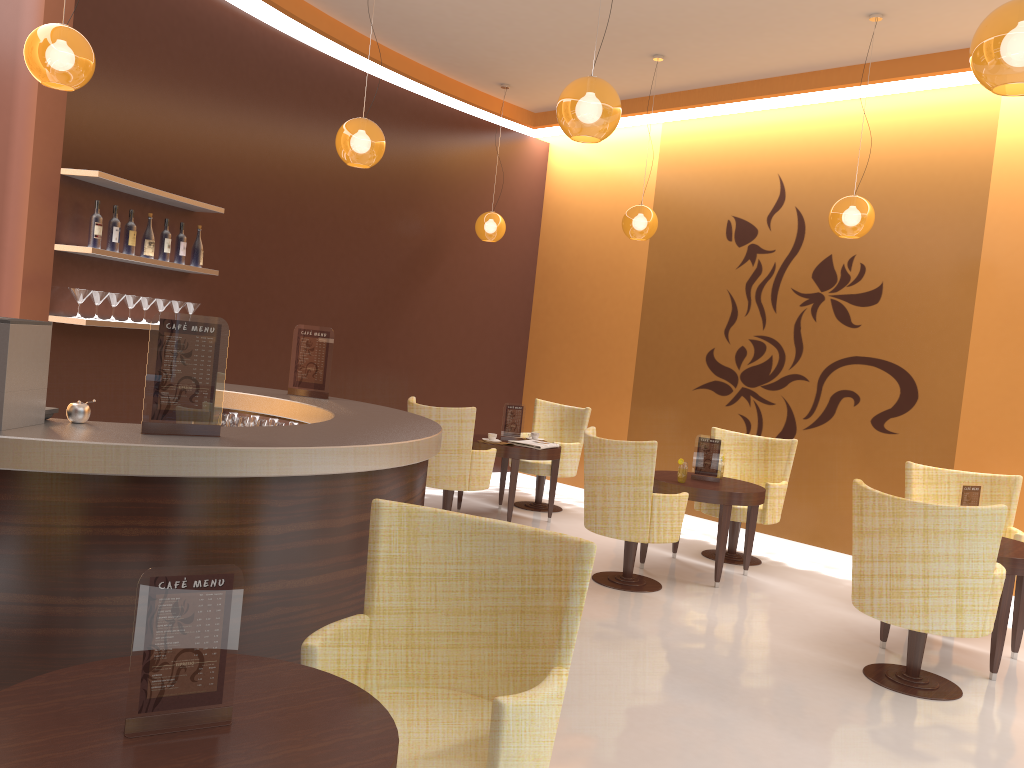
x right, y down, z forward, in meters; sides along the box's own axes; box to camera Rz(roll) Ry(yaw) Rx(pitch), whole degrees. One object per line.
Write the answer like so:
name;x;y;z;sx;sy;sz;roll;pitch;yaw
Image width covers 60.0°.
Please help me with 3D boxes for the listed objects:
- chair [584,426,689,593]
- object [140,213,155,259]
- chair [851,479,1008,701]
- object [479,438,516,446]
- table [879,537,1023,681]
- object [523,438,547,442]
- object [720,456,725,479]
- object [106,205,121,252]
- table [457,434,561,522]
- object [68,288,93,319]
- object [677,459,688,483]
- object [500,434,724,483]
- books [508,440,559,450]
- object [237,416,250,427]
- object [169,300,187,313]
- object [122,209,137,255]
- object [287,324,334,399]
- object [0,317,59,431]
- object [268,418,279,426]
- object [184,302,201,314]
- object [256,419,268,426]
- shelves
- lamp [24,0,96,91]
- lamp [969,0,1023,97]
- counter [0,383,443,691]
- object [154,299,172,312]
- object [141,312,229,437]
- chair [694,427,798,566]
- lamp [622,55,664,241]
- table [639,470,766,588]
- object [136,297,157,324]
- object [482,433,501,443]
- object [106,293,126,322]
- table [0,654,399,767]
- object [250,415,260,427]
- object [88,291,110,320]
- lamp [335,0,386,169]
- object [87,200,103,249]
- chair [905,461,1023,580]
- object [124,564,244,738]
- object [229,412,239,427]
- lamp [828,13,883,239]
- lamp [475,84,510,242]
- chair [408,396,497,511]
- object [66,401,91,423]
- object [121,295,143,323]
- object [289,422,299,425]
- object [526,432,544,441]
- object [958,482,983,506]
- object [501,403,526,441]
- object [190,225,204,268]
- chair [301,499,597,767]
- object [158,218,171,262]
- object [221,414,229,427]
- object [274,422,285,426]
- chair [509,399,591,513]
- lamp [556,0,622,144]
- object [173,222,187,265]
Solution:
chair;0.795;0.843;5.996;0.685;1.017;0.729;5;3;-28
object;-2.400;-0.974;5.853;0.086;0.303;0.086;7;3;28
chair;2.109;1.047;4.561;0.729;1.017;0.685;8;3;42
object;-0.184;0.488;7.547;0.239;0.021;0.464;5;3;-32
table;2.595;1.241;5.185;0.872;0.679;0.874;6;3;-9
object;0.224;0.508;8.057;0.464;0.021;0.239;8;3;41
object;1.589;0.635;6.778;0.067;0.171;0.072;6;3;2
object;-2.477;-0.962;5.519;0.073;0.297;0.073;6;3;-7
table;-0.036;0.844;7.816;0.872;0.679;0.874;6;3;-9
object;-2.589;-0.480;5.311;0.137;0.174;0.137;6;3;10
object;1.215;0.616;6.309;0.067;0.171;0.072;7;3;27
object;0.757;0.446;7.189;2.090;0.335;0.187;8;3;41
books;0.193;0.518;7.624;0.345;0.035;0.367;8;3;35
object;-1.503;0.257;4.961;0.067;0.148;0.067;4;3;-41
object;-2.348;-0.493;6.199;0.137;0.174;0.137;5;3;-20
object;-2.443;-0.965;5.671;0.073;0.297;0.073;8;3;42
object;-1.166;-0.131;5.150;0.258;0.414;0.052;7;3;14
object;-1.679;-0.048;2.895;0.270;0.340;0.373;6;3;0
object;-1.352;0.271;5.017;0.067;0.148;0.067;7;3;22
object;-2.301;-0.494;6.347;0.137;0.174;0.137;7;3;20
object;-1.388;0.272;4.910;0.067;0.148;0.067;4;3;-37
shelves;-2.482;-0.746;4.085;0.586;0.902;4.744;6;3;2
lamp;-2.043;-2.134;4.111;0.299;1.500;0.299;5;3;-27
lamp;1.684;-1.679;2.786;0.299;1.500;0.299;4;3;-34
counter;-1.167;0.678;4.077;1.586;1.100;2.917;6;3;0
object;-2.398;-0.492;6.050;0.137;0.174;0.137;7;3;20
object;-1.111;-0.031;3.028;0.258;0.414;0.052;5;3;-31
chair;1.859;0.903;7.189;0.729;1.017;0.685;8;3;33
lamp;1.122;-1.940;7.304;0.299;1.500;0.299;6;3;-2
table;1.381;1.051;6.546;0.872;0.679;0.874;5;3;-14
object;-2.443;-0.490;5.904;0.137;0.174;0.137;7;3;20
object;-0.170;0.459;7.561;0.153;0.069;0.153;5;3;-19
object;-2.521;-0.487;5.613;0.137;0.174;0.137;7;3;20
table;-0.702;1.040;1.818;0.872;0.679;0.874;6;3;1
object;-1.473;0.255;5.071;0.067;0.148;0.067;4;3;-41
object;-2.555;-0.484;5.462;0.137;0.174;0.137;6;3;10
lamp;-0.847;-2.061;5.317;0.299;1.500;0.299;5;3;-27
object;-2.512;-0.958;5.352;0.073;0.297;0.073;6;3;-7
chair;2.976;1.079;5.904;0.729;1.017;0.685;7;3;13
object;-0.662;0.535;1.805;0.209;0.335;0.042;5;3;-31
object;-1.607;0.240;5.101;0.067;0.148;0.067;8;4;44
lamp;2.387;-1.749;6.039;0.299;1.500;0.299;5;3;-20
lamp;-0.144;-2.131;8.570;0.299;1.500;0.299;4;4;-45
chair;-0.522;0.650;7.192;0.729;1.017;0.685;8;3;42
object;-1.499;0.096;3.067;0.075;0.077;0.075;7;3;13
object;-2.479;-0.487;5.761;0.137;0.174;0.137;7;3;20
object;-1.222;0.287;4.949;0.067;0.148;0.067;5;3;-27
object;0.210;0.478;8.047;0.153;0.069;0.153;7;3;28
object;2.656;0.738;5.155;0.209;0.335;0.042;5;3;-27
object;0.012;0.338;7.843;0.209;0.335;0.042;5;3;-22
object;-2.241;-0.978;6.321;0.086;0.303;0.086;5;3;-31
chair;-0.202;0.894;2.464;0.729;1.017;0.685;7;3;23
object;-2.347;-0.970;6.004;0.073;0.297;0.073;6;3;-7
object;-1.627;0.243;4.990;0.067;0.148;0.067;5;3;-20
object;-1.276;0.286;4.849;0.067;0.148;0.067;8;3;31
chair;0.342;0.682;8.535;0.729;1.017;0.685;9;4;44
lamp;0.418;-1.870;4.052;0.299;1.500;0.299;7;3;23
object;-2.299;-0.972;6.155;0.073;0.297;0.073;6;3;-7
